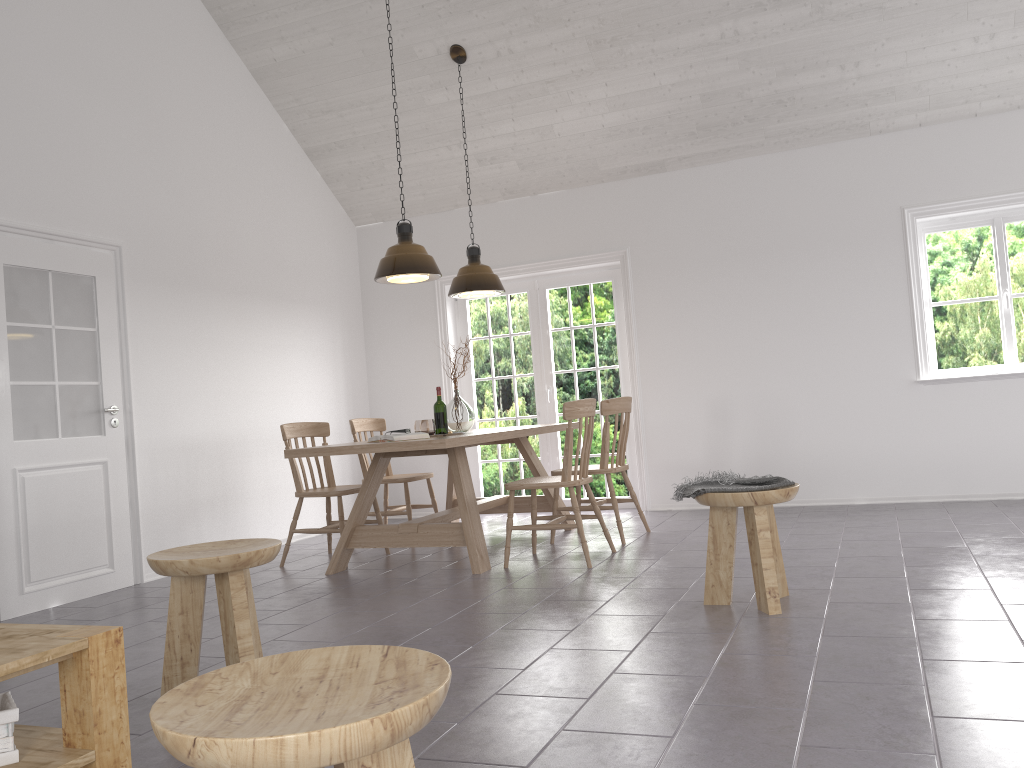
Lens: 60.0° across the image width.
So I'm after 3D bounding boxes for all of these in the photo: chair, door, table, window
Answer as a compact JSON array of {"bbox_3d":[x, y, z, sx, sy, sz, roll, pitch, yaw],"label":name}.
[{"bbox_3d":[-1.162,0.682,5.713,0.519,0.902,0.506,-5,-2,27],"label":"chair"},{"bbox_3d":[0.243,0.550,5.051,0.519,0.902,0.506,-5,-2,22],"label":"chair"},{"bbox_3d":[-2.517,0.214,4.941,0.101,2.013,0.902,-5,-2,22],"label":"door"},{"bbox_3d":[0.542,0.551,5.784,0.519,0.902,0.506,-5,-2,27],"label":"chair"},{"bbox_3d":[-0.339,0.697,5.778,1.001,0.749,2.300,-5,-2,22],"label":"table"},{"bbox_3d":[-0.863,0.682,6.446,0.519,0.902,0.506,-5,-2,22],"label":"chair"},{"bbox_3d":[3.455,-0.634,6.210,1.055,1.168,0.120,-5,-2,22],"label":"window"},{"bbox_3d":[0.279,0.088,7.528,1.571,2.024,0.115,-5,-2,22],"label":"door"},{"bbox_3d":[-0.980,0.792,2.979,0.431,0.479,0.431,-5,-2,19],"label":"chair"},{"bbox_3d":[0.971,0.661,3.629,0.431,0.479,0.431,-6,-2,39],"label":"chair"},{"bbox_3d":[-0.287,0.684,1.309,0.431,0.479,0.431,-5,-2,20],"label":"chair"},{"bbox_3d":[-1.557,0.796,1.798,1.457,0.485,0.607,-5,-2,22],"label":"table"}]

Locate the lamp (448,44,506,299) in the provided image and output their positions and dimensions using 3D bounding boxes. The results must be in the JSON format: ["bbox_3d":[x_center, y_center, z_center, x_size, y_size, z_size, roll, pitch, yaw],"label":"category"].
[{"bbox_3d":[-0.319,-1.517,6.320,0.410,1.796,0.410,-3,-2,-33],"label":"lamp"}]

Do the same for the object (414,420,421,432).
[{"bbox_3d":[-0.557,0.276,5.498,0.095,0.106,0.095,-3,-2,-39],"label":"object"}]

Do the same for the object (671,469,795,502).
[{"bbox_3d":[0.916,0.415,3.693,0.462,0.120,0.348,-4,-2,-8],"label":"object"}]

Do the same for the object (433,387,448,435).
[{"bbox_3d":[-0.444,0.168,5.492,0.081,0.303,0.081,-4,-2,-11],"label":"object"}]

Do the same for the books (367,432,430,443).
[{"bbox_3d":[-0.647,0.303,5.046,0.231,0.040,0.342,-3,-2,-36],"label":"books"}]

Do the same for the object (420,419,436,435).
[{"bbox_3d":[-0.506,0.267,5.333,0.095,0.106,0.095,-3,-2,-39],"label":"object"}]

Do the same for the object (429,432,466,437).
[{"bbox_3d":[-0.473,0.315,5.424,0.394,0.014,0.394,-4,-2,-24],"label":"object"}]

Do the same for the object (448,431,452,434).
[{"bbox_3d":[-0.375,0.300,5.385,0.024,0.024,0.046,-5,-2,2],"label":"object"}]

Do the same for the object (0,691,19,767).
[{"bbox_3d":[-1.094,0.680,1.669,0.281,0.102,0.155,-3,-2,-35],"label":"object"}]

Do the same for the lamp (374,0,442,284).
[{"bbox_3d":[-0.725,-1.869,5.404,0.410,2.502,0.410,-5,-2,27],"label":"lamp"}]

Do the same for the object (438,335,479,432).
[{"bbox_3d":[-0.329,-0.012,5.813,0.291,0.666,0.313,-4,-2,-15],"label":"object"}]

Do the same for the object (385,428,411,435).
[{"bbox_3d":[-0.646,0.273,5.049,0.135,0.030,0.141,-5,-2,7],"label":"object"}]
